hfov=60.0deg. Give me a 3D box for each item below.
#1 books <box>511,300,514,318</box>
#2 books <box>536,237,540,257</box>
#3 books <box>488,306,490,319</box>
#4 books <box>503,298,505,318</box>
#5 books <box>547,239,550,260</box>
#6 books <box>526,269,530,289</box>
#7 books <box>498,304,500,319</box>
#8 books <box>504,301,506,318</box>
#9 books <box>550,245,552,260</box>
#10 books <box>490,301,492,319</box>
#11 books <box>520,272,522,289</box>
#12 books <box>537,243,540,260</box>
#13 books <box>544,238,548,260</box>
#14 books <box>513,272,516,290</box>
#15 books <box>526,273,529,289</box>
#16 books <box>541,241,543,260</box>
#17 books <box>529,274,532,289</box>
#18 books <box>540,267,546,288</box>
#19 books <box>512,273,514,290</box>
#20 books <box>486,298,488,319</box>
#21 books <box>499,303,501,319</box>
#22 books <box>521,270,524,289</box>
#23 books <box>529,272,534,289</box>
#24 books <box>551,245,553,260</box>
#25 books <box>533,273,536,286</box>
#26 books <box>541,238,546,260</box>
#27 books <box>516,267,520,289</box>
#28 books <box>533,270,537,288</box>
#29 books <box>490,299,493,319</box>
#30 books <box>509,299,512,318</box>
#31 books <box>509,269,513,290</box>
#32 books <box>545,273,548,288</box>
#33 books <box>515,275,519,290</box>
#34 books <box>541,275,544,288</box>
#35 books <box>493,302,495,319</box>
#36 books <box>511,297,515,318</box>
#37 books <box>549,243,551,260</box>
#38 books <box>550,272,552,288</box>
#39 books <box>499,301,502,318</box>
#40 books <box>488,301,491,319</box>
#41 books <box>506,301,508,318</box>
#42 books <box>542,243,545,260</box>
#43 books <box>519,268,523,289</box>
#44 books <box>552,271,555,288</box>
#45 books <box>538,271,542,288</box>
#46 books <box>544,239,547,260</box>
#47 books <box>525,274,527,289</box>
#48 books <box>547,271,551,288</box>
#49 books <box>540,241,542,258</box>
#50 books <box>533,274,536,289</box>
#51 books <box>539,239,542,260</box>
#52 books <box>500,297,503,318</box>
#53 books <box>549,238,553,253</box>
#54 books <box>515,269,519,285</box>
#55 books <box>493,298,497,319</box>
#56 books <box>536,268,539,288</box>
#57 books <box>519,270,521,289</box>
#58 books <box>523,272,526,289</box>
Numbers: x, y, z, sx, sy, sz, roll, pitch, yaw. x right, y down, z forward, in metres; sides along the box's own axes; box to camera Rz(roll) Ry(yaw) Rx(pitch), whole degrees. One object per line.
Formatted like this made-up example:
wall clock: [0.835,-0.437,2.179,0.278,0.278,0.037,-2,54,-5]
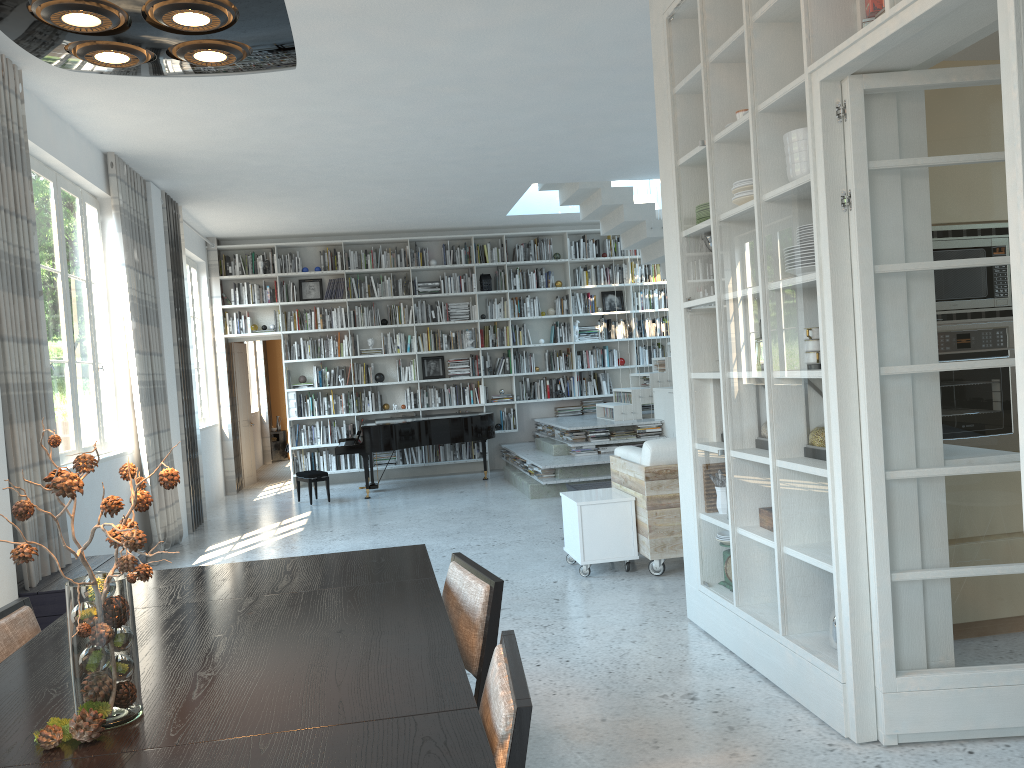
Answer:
books: [-0.004,-0.996,11.895,0.030,0.242,0.138,-4,2,-9]
books: [0.350,-1.801,11.915,0.007,0.329,0.183,-4,2,-9]
books: [-0.316,-0.944,11.821,0.028,0.185,0.181,-4,1,-9]
books: [-0.121,-1.005,11.861,0.025,0.277,0.173,-4,2,-9]
books: [0.478,-1.794,11.934,0.013,0.297,0.188,-4,2,-9]
books: [0.214,-1.401,11.917,0.013,0.284,0.154,-4,2,-9]
books: [-0.189,-0.959,11.843,0.027,0.196,0.185,-4,1,-9]
books: [-0.101,-0.982,11.848,0.028,0.230,0.176,-4,2,-9]
books: [0.503,-1.754,11.946,0.018,0.214,0.157,-4,2,-9]
books: [-0.284,-0.979,11.841,0.028,0.250,0.164,-4,2,-9]
books: [0.107,-1.368,11.893,0.012,0.236,0.165,-4,2,-9]
books: [0.345,-1.761,11.916,0.008,0.251,0.170,-4,2,-9]
books: [0.456,-1.805,11.959,0.008,0.321,0.133,-4,2,-9]
books: [0.027,-1.366,11.880,0.026,0.243,0.148,-4,2,-9]
books: [0.196,-1.369,11.919,0.028,0.223,0.142,-4,2,-9]
books: [0.391,-1.776,11.929,0.008,0.275,0.163,-4,2,-9]
books: [0.235,-1.368,11.920,0.025,0.216,0.144,-4,2,-9]
books: [0.417,-1.415,11.922,0.029,0.285,0.183,-4,2,-9]
books: [0.008,-1.363,11.883,0.012,0.240,0.138,-4,2,-9]
books: [-0.335,-0.994,11.839,0.018,0.285,0.159,-4,2,-9]
books: [-0.169,-0.968,11.847,0.029,0.211,0.157,-4,2,-9]
books: [0.134,-1.391,11.910,0.012,0.276,0.133,-4,2,-9]
books: [0.260,-1.380,11.911,0.023,0.237,0.149,-4,2,-9]
books: [0.520,-1.752,11.940,0.014,0.209,0.188,-4,2,-9]
books: [0.298,-1.375,11.916,0.011,0.222,0.159,-4,2,-9]
books: [0.423,-1.795,11.925,0.008,0.307,0.182,-4,2,-9]
books: [0.083,-1.402,11.880,0.014,0.307,0.152,-4,2,-9]
books: [0.308,-1.397,11.919,0.012,0.265,0.156,-4,2,-9]
books: [-0.271,-0.993,11.844,0.019,0.275,0.146,-4,2,-9]
books: [-0.042,-0.998,11.865,0.028,0.251,0.190,-4,2,-9]
books: [-0.014,-1.384,11.864,0.012,0.285,0.159,-4,2,-9]
books: [0.446,-1.381,11.942,0.030,0.213,0.156,-4,2,-9]
books: [0.057,-1.351,11.866,0.026,0.208,0.181,-4,2,-9]
books: [0.390,-1.361,11.932,0.027,0.181,0.176,-4,1,-9]
books: [-0.243,-0.975,11.842,0.023,0.236,0.178,-4,2,-9]
books: [0.018,-1.016,11.894,0.014,0.278,0.154,-4,2,-9]
books: [0.490,-1.785,11.930,0.008,0.279,0.180,-4,2,-9]
books: [0.510,-1.387,11.949,0.048,0.216,0.182,-4,2,-9]
books: [-0.152,-0.981,11.857,0.024,0.234,0.149,-4,2,-9]
books: [-0.302,-0.975,11.844,0.024,0.242,0.159,-4,2,-9]
books: [-0.085,-0.987,11.866,0.026,0.238,0.173,-4,2,-9]
books: [0.408,-1.766,11.932,0.024,0.252,0.149,-4,2,-9]
books: [0.118,-1.400,11.900,0.021,0.296,0.138,-4,2,-9]
books: [0.543,-1.397,11.972,0.026,0.229,0.140,-4,2,-9]
books: [0.361,-1.387,11.922,0.030,0.238,0.185,-4,2,-9]
books: [0.447,-1.793,11.940,0.019,0.299,0.137,-4,2,-9]
books: [0.176,-1.363,11.912,0.014,0.215,0.132,-4,2,-9]
books: [0.488,-1.395,11.937,0.054,0.235,0.171,-4,2,-9]
books: [0.380,-1.778,11.932,0.012,0.280,0.144,-4,2,-9]
books: [0.285,-1.367,11.900,0.021,0.209,0.180,-4,2,-9]
books: [0.364,-1.786,11.901,0.015,0.299,0.183,-4,2,-9]
books: [-0.138,-1.012,11.860,0.028,0.293,0.154,-4,2,-9]
books: [0.527,-1.802,11.941,0.006,0.306,0.163,-4,2,-9]
books: [0.070,-1.390,11.885,0.011,0.283,0.173,-4,2,-9]
books: [-0.224,-0.996,11.823,0.028,0.275,0.186,-4,2,-9]
books: [0.335,-1.410,11.936,0.012,0.285,0.159,-4,2,-9]
books: [0.096,-1.384,11.882,0.010,0.269,0.166,-4,2,-9]
books: [0.158,-1.375,11.890,0.027,0.241,0.160,-4,2,-9]
